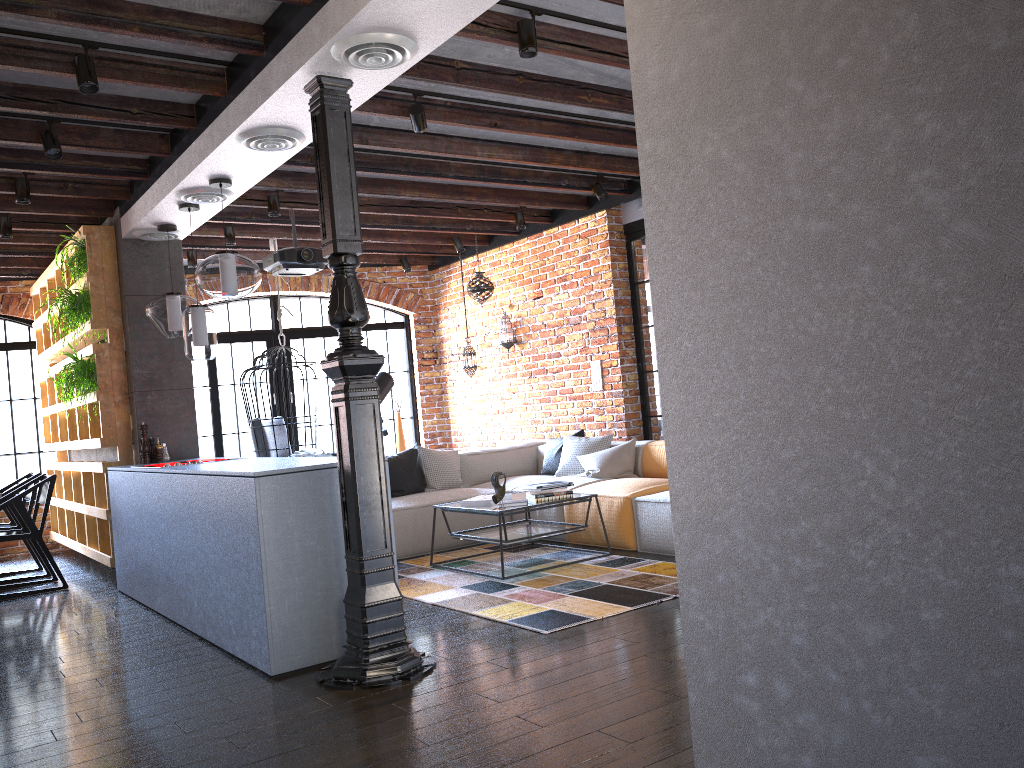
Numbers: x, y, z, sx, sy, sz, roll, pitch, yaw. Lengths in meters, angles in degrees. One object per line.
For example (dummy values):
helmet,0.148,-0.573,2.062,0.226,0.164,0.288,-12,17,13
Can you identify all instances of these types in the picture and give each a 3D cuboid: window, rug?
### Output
window,-5.741,0.248,8.342,3.144,2.233,0.177,-5,-1,-18
window,-2.489,-0.016,9.575,3.292,2.233,0.177,-5,-1,-18
rug,0.046,1.136,5.265,1.431,0.013,2.365,-4,-2,-35

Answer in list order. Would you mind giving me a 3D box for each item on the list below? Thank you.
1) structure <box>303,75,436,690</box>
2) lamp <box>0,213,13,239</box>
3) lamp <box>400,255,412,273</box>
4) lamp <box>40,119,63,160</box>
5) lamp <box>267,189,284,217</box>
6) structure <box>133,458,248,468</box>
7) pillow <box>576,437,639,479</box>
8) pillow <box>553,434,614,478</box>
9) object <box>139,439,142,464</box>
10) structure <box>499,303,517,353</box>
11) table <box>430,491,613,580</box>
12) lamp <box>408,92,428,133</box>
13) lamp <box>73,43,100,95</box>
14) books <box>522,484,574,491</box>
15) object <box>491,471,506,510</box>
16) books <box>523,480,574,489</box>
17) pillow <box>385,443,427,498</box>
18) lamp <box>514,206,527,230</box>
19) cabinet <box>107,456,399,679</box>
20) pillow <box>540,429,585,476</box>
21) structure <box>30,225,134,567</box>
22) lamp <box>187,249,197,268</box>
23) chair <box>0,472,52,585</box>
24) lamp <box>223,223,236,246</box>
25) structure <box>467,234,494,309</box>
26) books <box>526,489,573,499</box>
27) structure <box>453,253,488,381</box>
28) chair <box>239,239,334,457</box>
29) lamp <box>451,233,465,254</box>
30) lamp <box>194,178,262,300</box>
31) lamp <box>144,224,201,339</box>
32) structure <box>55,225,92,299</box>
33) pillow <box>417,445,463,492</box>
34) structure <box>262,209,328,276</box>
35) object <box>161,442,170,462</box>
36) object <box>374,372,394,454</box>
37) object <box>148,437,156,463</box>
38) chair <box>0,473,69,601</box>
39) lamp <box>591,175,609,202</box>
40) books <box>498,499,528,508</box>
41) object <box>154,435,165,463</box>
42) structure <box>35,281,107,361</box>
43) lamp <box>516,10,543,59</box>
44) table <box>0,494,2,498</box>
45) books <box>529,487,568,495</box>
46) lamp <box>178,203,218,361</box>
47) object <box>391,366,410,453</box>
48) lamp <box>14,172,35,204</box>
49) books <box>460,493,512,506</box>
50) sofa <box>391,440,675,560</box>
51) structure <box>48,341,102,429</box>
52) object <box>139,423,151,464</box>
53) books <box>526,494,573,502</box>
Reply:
structure,1.679,-0.169,6.871,0.481,2.393,8.512,-6,-1,36
lamp,-3.590,-1.135,6.301,0.113,0.184,0.082,-6,-1,21
lamp,-1.122,-1.275,9.338,0.134,0.208,0.093,-6,-1,30
lamp,-2.397,-1.268,4.623,0.093,0.210,0.145,-4,-1,-43
lamp,-1.699,-1.303,6.380,0.119,0.184,0.082,-4,-1,-39
structure,-1.998,0.496,5.466,0.504,0.057,0.764,-4,-2,-35
pillow,0.722,0.587,6.772,0.485,0.314,0.358,-5,-1,8
pillow,0.564,0.580,7.112,0.496,0.354,0.293,-6,-1,40
object,-2.530,0.459,6.081,0.048,0.180,0.048,-5,-1,15
structure,-0.053,-0.541,8.573,0.169,0.482,0.169,-4,-1,-35
table,0.031,0.936,5.678,0.842,0.388,0.849,-4,-2,-35
lamp,-0.503,-1.446,4.726,0.083,0.190,0.161,-5,-1,1
lamp,-1.823,-1.342,3.792,0.119,0.203,0.091,-6,-1,34
books,0.228,0.650,5.594,0.268,0.014,0.196,-4,-2,-36
object,-0.075,0.632,5.286,0.099,0.223,0.093,-5,-1,4
books,0.227,0.635,5.595,0.268,0.014,0.196,-5,-1,-24
pillow,-0.856,0.681,6.966,0.239,0.417,0.538,-6,-2,44
lamp,0.071,-1.429,7.633,0.113,0.194,0.085,-6,-1,26
cabinet,-1.611,0.864,4.973,0.607,0.844,2.961,-4,-1,-35
pillow,0.412,0.586,7.420,0.263,0.400,0.510,-4,-1,-41
structure,-3.601,0.175,7.349,0.206,2.381,2.830,-4,-1,-35
lamp,-2.900,-1.156,8.087,0.121,0.184,0.082,-4,-1,-42
chair,-4.025,1.137,6.972,0.610,0.818,0.495,-4,-1,-35
lamp,-2.289,-1.229,7.220,0.116,0.188,0.083,-5,-1,18
structure,-0.318,-1.103,8.427,0.265,0.779,0.273,-5,-1,4
books,0.235,0.690,5.591,0.251,0.023,0.209,-5,-1,-16
structure,-0.466,-0.747,8.797,0.389,1.437,0.338,-4,-1,-35
chair,-2.107,-0.225,7.997,0.682,2.220,0.802,-5,-1,10
lamp,-0.516,-1.350,8.470,0.134,0.208,0.090,-6,-1,22
lamp,-1.603,-0.805,4.960,0.364,0.665,0.364,-6,-1,38
lamp,-2.270,-0.682,5.913,0.367,0.747,0.367,-5,-1,18
structure,-2.977,-0.842,6.387,0.422,0.620,0.570,-6,-2,44
pillow,-0.566,0.672,7.140,0.250,0.402,0.543,-6,-1,37
structure,-1.678,-1.250,6.771,0.409,0.816,0.464,-4,-1,-35
object,-2.413,0.472,6.146,0.069,0.135,0.069,-6,-1,35
object,-1.393,0.614,8.782,0.570,1.471,0.616,-5,-1,-9
object,-2.487,0.456,6.129,0.048,0.180,0.048,-6,-1,38
chair,-3.570,1.081,6.324,0.610,0.818,0.495,-4,-1,-35
lamp,0.676,-1.495,6.794,0.093,0.210,0.150,-4,-1,-34
books,0.006,0.726,5.410,0.182,0.029,0.129,-5,-1,2
object,-2.418,0.443,6.085,0.058,0.192,0.081,-5,-1,6
structure,-3.072,-0.468,6.271,0.422,0.620,0.570,-6,-1,24
lamp,0.080,-1.522,3.846,0.116,0.184,0.082,-5,-1,15
table,-4.237,1.183,6.338,0.905,0.737,1.888,-4,-2,-35
books,0.227,0.669,5.615,0.239,0.023,0.190,-5,-1,-1
lamp,-1.937,-0.619,5.428,0.195,0.955,0.198,-5,-1,-5
object,-1.186,0.306,9.669,0.270,1.053,0.299,-5,-1,-15
lamp,-2.997,-1.208,5.451,0.116,0.184,0.082,-5,-1,15
books,-0.164,0.746,5.714,0.225,0.038,0.308,-6,-1,25
sofa,0.215,0.823,6.254,2.535,0.697,3.302,-4,-2,-36
structure,-3.014,0.008,6.315,0.422,0.620,0.571,-5,-1,-16
object,-2.493,0.403,6.023,0.061,0.282,0.061,-5,-1,-21
books,0.235,0.712,5.590,0.247,0.024,0.209,-5,-1,-16
